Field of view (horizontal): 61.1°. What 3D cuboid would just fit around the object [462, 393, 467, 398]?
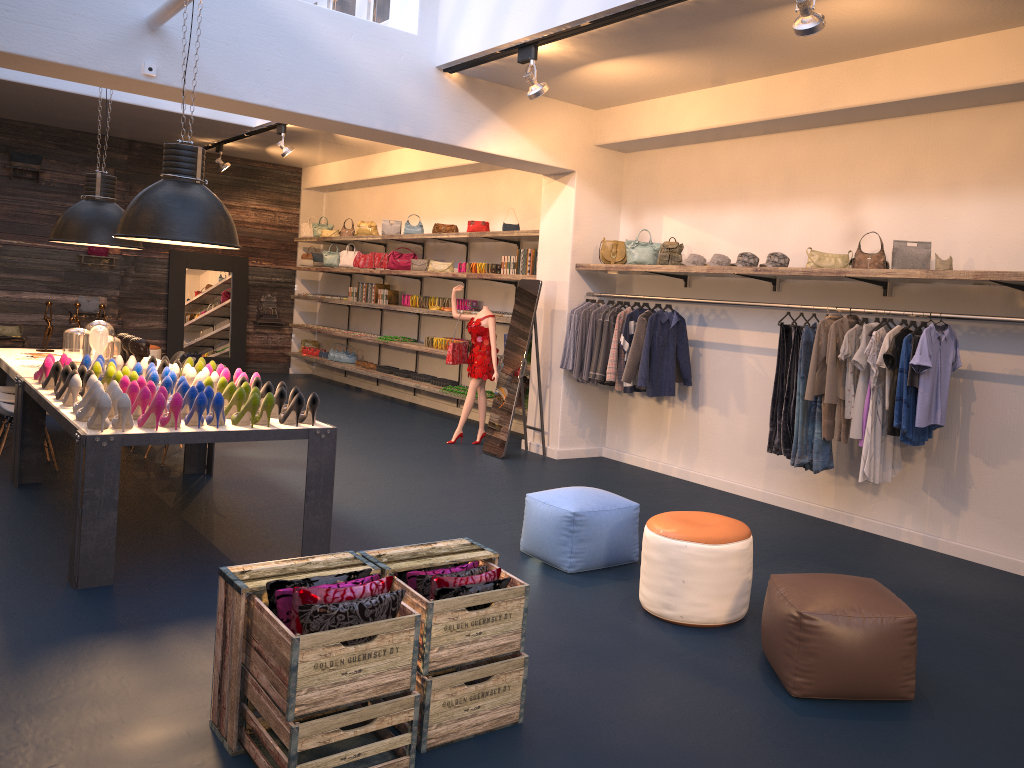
[{"bbox_3d":[-0.503,0.129,10.278,0.254,0.058,0.077,0,6,-42],"label":"object"}]

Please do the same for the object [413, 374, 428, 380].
[{"bbox_3d":[-1.225,-0.092,11.588,0.192,0.087,0.064,4,3,-11],"label":"object"}]

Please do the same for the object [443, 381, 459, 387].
[{"bbox_3d":[-0.773,0.003,10.966,0.192,0.087,0.064,4,3,-11],"label":"object"}]

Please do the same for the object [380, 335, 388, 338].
[{"bbox_3d":[-1.722,-0.649,12.087,0.255,0.063,0.077,1,5,-34],"label":"object"}]

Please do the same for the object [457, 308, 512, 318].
[{"bbox_3d":[-0.180,-0.825,10.209,0.521,0.060,1.405,1,7,-36],"label":"object"}]

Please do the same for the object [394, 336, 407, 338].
[{"bbox_3d":[-1.590,-0.651,12.220,0.240,0.053,0.083,4,4,-8],"label":"object"}]

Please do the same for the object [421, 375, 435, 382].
[{"bbox_3d":[-1.113,-0.069,11.433,0.188,0.087,0.065,4,3,-3],"label":"object"}]

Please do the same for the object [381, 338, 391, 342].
[{"bbox_3d":[-1.705,-0.606,11.941,0.254,0.058,0.077,0,6,-42],"label":"object"}]

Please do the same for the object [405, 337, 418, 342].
[{"bbox_3d":[-1.403,-0.617,12.011,0.079,0.067,0.254,7,5,32],"label":"object"}]

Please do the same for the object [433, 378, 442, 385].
[{"bbox_3d":[-0.923,-0.029,11.172,0.198,0.087,0.062,2,3,-24],"label":"object"}]

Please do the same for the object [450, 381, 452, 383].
[{"bbox_3d":[-0.771,-0.025,10.960,0.049,0.022,0.011,3,2,-13],"label":"object"}]

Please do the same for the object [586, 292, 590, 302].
[{"bbox_3d":[0.768,-0.809,8.698,0.466,0.219,0.009,1,3,-38],"label":"object"}]

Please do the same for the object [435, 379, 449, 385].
[{"bbox_3d":[-0.886,-0.021,11.119,0.195,0.087,0.063,3,3,-16],"label":"object"}]

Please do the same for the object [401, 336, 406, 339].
[{"bbox_3d":[-1.479,-0.627,12.065,0.079,0.073,0.252,6,5,31],"label":"object"}]

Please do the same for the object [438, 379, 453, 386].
[{"bbox_3d":[-0.848,-0.013,11.067,0.195,0.087,0.063,3,3,-16],"label":"object"}]

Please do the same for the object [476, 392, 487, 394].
[{"bbox_3d":[-0.384,0.116,10.212,0.254,0.064,0.079,1,5,-31],"label":"object"}]

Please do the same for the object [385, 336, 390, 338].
[{"bbox_3d":[-1.647,-0.637,12.034,0.254,0.068,0.077,1,5,-32],"label":"object"}]

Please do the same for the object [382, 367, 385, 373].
[{"bbox_3d":[-1.744,-0.201,12.299,0.201,0.087,0.061,1,4,-37],"label":"object"}]

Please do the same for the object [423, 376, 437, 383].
[{"bbox_3d":[-1.077,-0.061,11.383,0.186,0.087,0.066,5,3,1],"label":"object"}]

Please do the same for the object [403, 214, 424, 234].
[{"bbox_3d":[-1.315,-2.140,11.685,0.279,0.282,0.095,4,1,-4],"label":"object"}]

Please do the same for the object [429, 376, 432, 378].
[{"bbox_3d":[-1.076,-0.089,11.377,0.047,0.022,0.011,4,2,-1],"label":"object"}]

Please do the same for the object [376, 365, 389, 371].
[{"bbox_3d":[-1.856,-0.225,12.454,0.201,0.087,0.061,1,4,-37],"label":"object"}]

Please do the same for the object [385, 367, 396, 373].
[{"bbox_3d":[-1.707,-0.194,12.249,0.201,0.087,0.061,1,4,-37],"label":"object"}]

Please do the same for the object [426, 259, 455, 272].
[{"bbox_3d":[-0.932,-1.518,11.148,0.361,0.174,0.233,5,4,4],"label":"object"}]

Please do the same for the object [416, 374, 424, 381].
[{"bbox_3d":[-1.187,-0.085,11.537,0.190,0.087,0.064,4,3,-8],"label":"object"}]

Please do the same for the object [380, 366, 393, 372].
[{"bbox_3d":[-1.781,-0.209,12.352,0.201,0.087,0.061,1,4,-37],"label":"object"}]

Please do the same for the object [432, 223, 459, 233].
[{"bbox_3d":[-0.816,-1.965,11.030,0.385,0.141,0.377,2,5,-25],"label":"object"}]

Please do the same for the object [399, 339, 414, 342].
[{"bbox_3d":[-1.462,-0.584,11.919,0.254,0.058,0.077,0,6,-42],"label":"object"}]

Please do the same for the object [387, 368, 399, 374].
[{"bbox_3d":[-1.669,-0.186,12.197,0.201,0.087,0.061,1,4,-37],"label":"object"}]

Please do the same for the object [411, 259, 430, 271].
[{"bbox_3d":[-1.220,-1.580,11.550,0.260,0.175,0.108,5,2,13],"label":"object"}]

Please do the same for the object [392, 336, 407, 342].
[{"bbox_3d":[-1.549,-0.617,11.898,0.254,0.067,0.078,1,5,-32],"label":"object"}]

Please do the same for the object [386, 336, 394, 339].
[{"bbox_3d":[-1.623,-0.629,11.952,0.254,0.064,0.079,1,5,-31],"label":"object"}]

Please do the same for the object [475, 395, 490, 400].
[{"bbox_3d":[-0.367,0.160,10.066,0.254,0.058,0.077,0,6,-42],"label":"object"}]

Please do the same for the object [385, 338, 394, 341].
[{"bbox_3d":[-1.645,-0.595,11.883,0.254,0.058,0.077,0,6,-42],"label":"object"}]

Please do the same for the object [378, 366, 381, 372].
[{"bbox_3d":[-1.819,-0.217,12.404,0.201,0.087,0.061,1,4,-37],"label":"object"}]

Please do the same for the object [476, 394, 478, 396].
[{"bbox_3d":[-0.405,0.150,10.143,0.254,0.058,0.077,0,6,-42],"label":"object"}]

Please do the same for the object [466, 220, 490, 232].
[{"bbox_3d":[-0.401,-1.876,10.387,0.281,0.149,0.112,4,3,-4],"label":"object"}]

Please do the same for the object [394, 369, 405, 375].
[{"bbox_3d":[-1.554,-0.161,12.039,0.201,0.087,0.061,1,4,-37],"label":"object"}]

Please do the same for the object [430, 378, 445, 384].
[{"bbox_3d":[-0.960,-0.037,11.222,0.197,0.087,0.062,3,3,-22],"label":"object"}]

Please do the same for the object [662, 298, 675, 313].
[{"bbox_3d":[1.412,-0.678,7.845,0.466,0.219,0.009,1,3,-38],"label":"object"}]

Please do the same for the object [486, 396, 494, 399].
[{"bbox_3d":[-0.223,0.161,10.179,0.254,0.058,0.077,0,6,-42],"label":"object"}]

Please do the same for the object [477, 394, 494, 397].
[{"bbox_3d":[-0.309,0.128,10.158,0.254,0.067,0.078,1,5,-32],"label":"object"}]

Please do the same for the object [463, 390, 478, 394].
[{"bbox_3d":[-0.484,0.096,10.348,0.255,0.063,0.077,1,5,-34],"label":"object"}]

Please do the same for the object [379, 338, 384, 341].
[{"bbox_3d":[-1.743,-0.616,12.018,0.254,0.058,0.077,0,6,-42],"label":"object"}]

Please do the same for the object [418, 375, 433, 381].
[{"bbox_3d":[-1.149,-0.077,11.483,0.190,0.087,0.064,4,3,-8],"label":"object"}]

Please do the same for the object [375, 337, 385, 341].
[{"bbox_3d":[-1.800,-0.627,12.083,0.254,0.058,0.077,0,6,-42],"label":"object"}]

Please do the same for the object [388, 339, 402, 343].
[{"bbox_3d":[-1.607,-0.585,11.806,0.254,0.058,0.077,0,6,-42],"label":"object"}]

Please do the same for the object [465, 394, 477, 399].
[{"bbox_3d":[-0.465,0.140,10.201,0.254,0.058,0.077,0,6,-42],"label":"object"}]

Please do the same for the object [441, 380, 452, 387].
[{"bbox_3d":[-0.810,-0.005,11.017,0.194,0.087,0.063,3,3,-15],"label":"object"}]

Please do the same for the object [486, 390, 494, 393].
[{"bbox_3d":[-0.263,0.110,10.407,0.077,0.074,0.254,7,6,39],"label":"object"}]

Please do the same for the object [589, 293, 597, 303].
[{"bbox_3d":[0.805,-0.802,8.648,0.466,0.219,0.009,1,3,-38],"label":"object"}]

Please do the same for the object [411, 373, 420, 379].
[{"bbox_3d":[-1.261,-0.100,11.638,0.194,0.087,0.063,3,3,-14],"label":"object"}]

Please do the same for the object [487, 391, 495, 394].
[{"bbox_3d":[-0.239,0.116,10.325,0.079,0.073,0.252,6,5,31],"label":"object"}]
